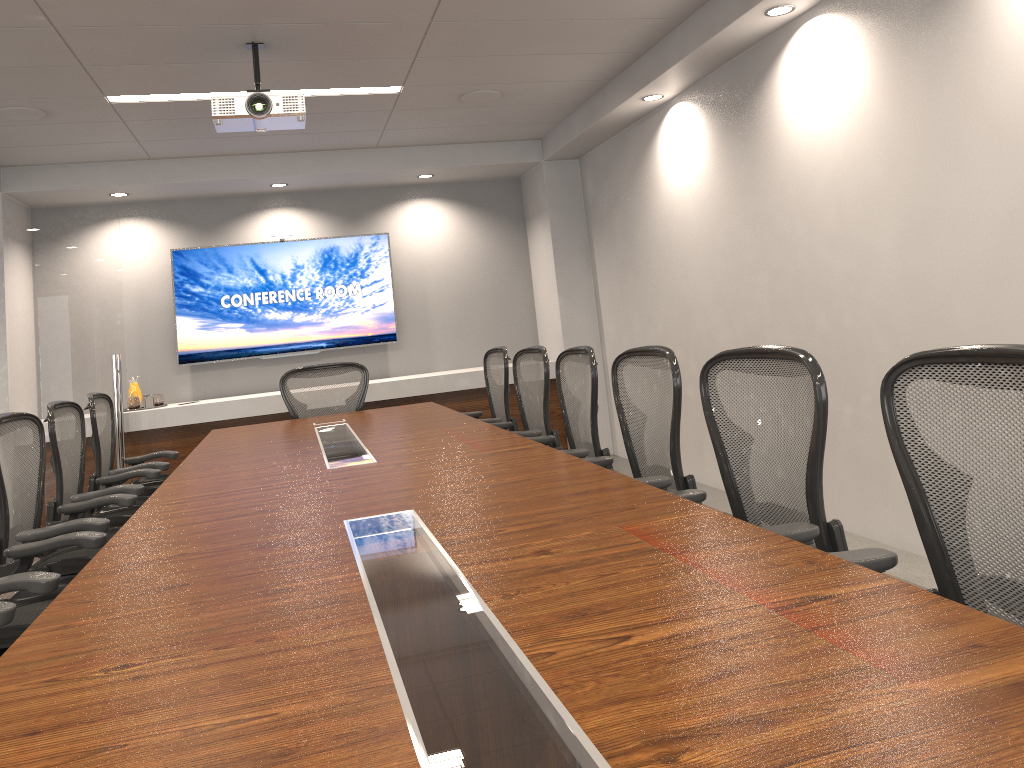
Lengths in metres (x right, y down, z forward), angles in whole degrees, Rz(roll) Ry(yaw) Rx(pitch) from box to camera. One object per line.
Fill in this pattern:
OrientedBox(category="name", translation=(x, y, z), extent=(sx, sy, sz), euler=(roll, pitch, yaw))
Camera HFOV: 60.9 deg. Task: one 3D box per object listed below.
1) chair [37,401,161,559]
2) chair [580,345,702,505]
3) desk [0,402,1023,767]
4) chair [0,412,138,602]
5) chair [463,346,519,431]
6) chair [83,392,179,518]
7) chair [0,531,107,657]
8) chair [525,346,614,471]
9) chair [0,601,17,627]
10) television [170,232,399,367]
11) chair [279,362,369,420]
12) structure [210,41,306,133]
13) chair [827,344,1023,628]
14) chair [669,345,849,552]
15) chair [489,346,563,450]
OrientedBox(category="chair", translation=(-1.876, 0.599, 4.146), extent=(0.797, 1.109, 0.756), euler=(-4, -4, -31))
OrientedBox(category="chair", translation=(0.289, 0.444, 3.036), extent=(0.764, 1.108, 0.788), euler=(-5, -3, -13))
OrientedBox(category="desk", translation=(-0.436, 0.706, 2.738), extent=(1.409, 0.762, 5.976), euler=(-6, 4, -14))
OrientedBox(category="chair", translation=(-1.621, 0.626, 3.362), extent=(0.765, 1.108, 0.787), euler=(-5, -3, -22))
OrientedBox(category="chair", translation=(-0.290, 0.345, 5.360), extent=(0.764, 1.108, 0.788), euler=(-5, -3, -13))
OrientedBox(category="chair", translation=(-2.022, 0.562, 4.896), extent=(0.764, 1.108, 0.788), euler=(-6, -3, -8))
OrientedBox(category="chair", translation=(-1.445, 0.660, 2.607), extent=(0.797, 1.109, 0.756), euler=(-4, -4, -29))
OrientedBox(category="chair", translation=(0.146, 0.407, 3.795), extent=(0.797, 1.109, 0.756), euler=(-4, -4, -29))
OrientedBox(category="chair", translation=(-1.236, 0.692, 1.818), extent=(0.765, 1.108, 0.787), euler=(-4, -4, -25))
OrientedBox(category="television", translation=(-2.017, -0.804, 7.805), extent=(1.917, 1.127, 0.063), euler=(-6, -6, -15))
OrientedBox(category="chair", translation=(-1.138, 0.417, 5.630), extent=(0.774, 1.109, 0.778), euler=(-4, -4, -31))
OrientedBox(category="structure", translation=(-1.337, -1.574, 4.581), extent=(0.462, 0.463, 0.313), euler=(-6, -3, -15))
OrientedBox(category="chair", translation=(0.679, 0.510, 1.494), extent=(0.765, 1.108, 0.787), euler=(-5, -3, -15))
OrientedBox(category="chair", translation=(0.536, 0.473, 2.243), extent=(0.796, 1.109, 0.756), euler=(-4, -4, -33))
OrientedBox(category="chair", translation=(-0.089, 0.376, 4.596), extent=(0.763, 1.108, 0.789), euler=(-6, -3, -4))
